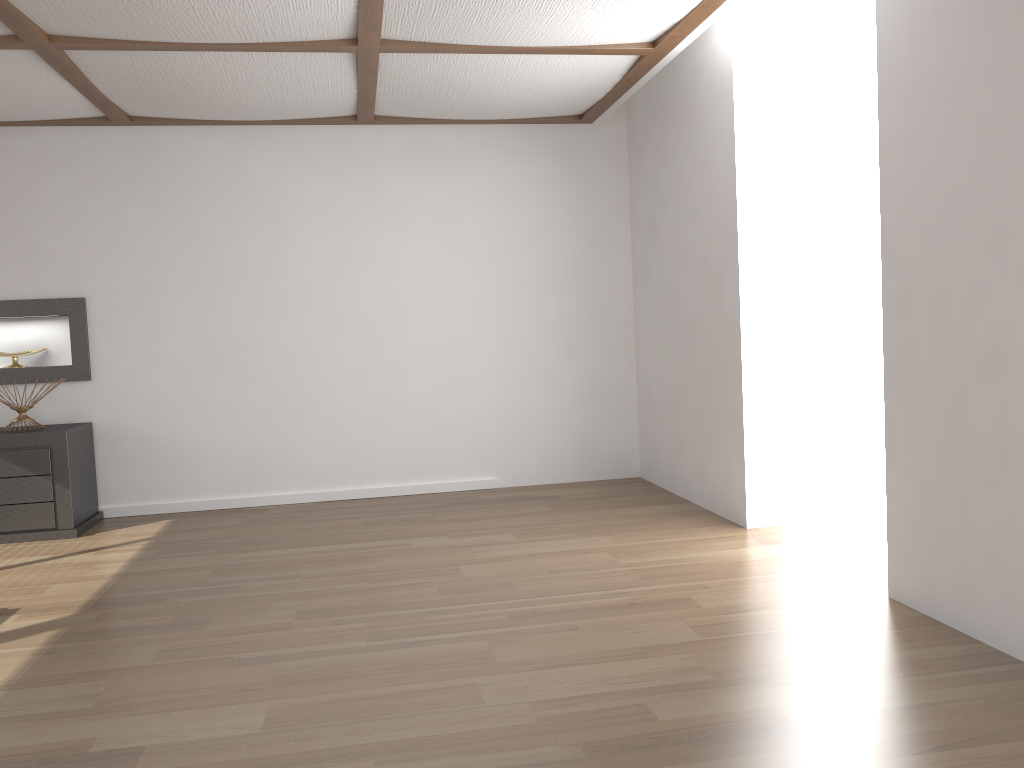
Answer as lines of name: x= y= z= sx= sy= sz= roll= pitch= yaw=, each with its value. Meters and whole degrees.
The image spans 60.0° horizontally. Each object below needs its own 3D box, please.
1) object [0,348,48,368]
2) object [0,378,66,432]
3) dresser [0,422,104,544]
object: x=-3.090 y=-0.158 z=5.511 sx=0.350 sy=0.116 sz=0.181 roll=-4 pitch=4 yaw=-20
object: x=-2.829 y=0.122 z=5.117 sx=0.481 sy=0.282 sz=0.481 roll=-6 pitch=5 yaw=-44
dresser: x=-3.350 y=0.593 z=5.060 sx=1.740 sy=0.608 sz=0.540 roll=-3 pitch=3 yaw=-10
